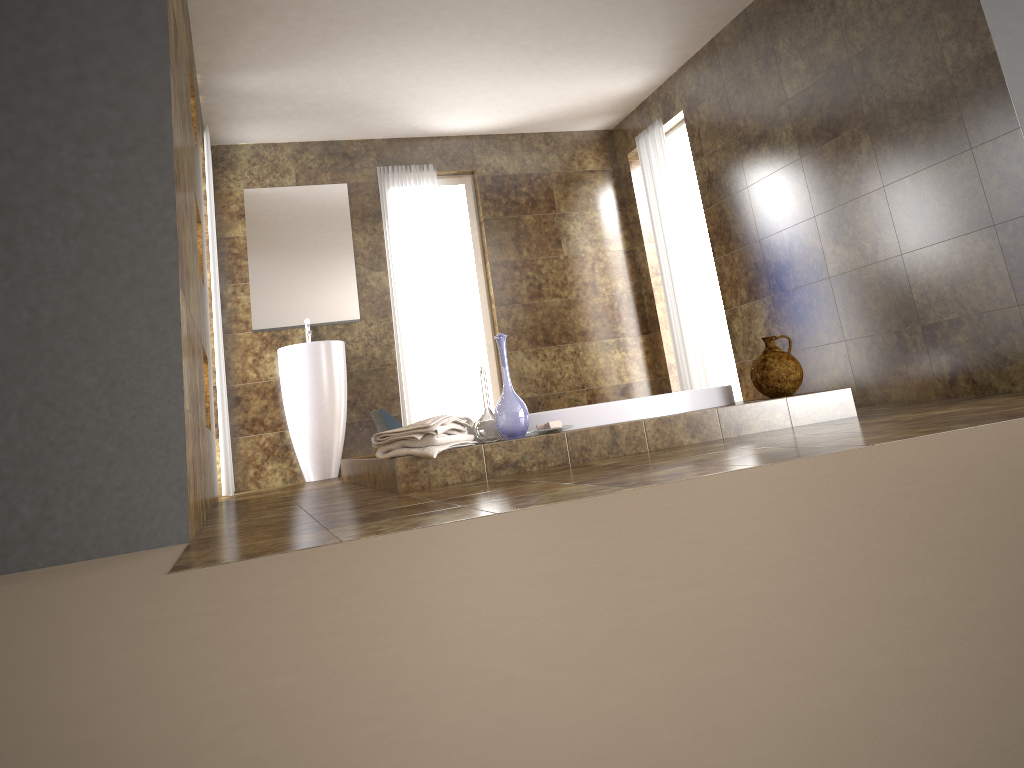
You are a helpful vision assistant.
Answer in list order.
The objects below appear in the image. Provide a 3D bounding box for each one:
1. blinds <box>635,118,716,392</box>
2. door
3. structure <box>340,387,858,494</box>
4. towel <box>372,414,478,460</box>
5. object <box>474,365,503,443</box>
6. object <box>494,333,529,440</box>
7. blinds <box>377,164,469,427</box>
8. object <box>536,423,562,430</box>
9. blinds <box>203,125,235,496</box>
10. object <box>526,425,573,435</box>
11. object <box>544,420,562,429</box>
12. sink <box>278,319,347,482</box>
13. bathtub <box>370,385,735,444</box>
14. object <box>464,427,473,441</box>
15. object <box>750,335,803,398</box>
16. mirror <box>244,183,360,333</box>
[{"bbox_3d":[1.216,-0.882,6.524,0.069,2.369,0.459,-3,-15,-18],"label":"blinds"},{"bbox_3d":[1.756,-0.894,6.873,0.951,2.317,0.038,-11,-15,14],"label":"door"},{"bbox_3d":[0.252,0.288,4.349,2.017,0.129,1.923,-8,-3,-18],"label":"structure"},{"bbox_3d":[-0.339,0.208,3.315,0.332,0.156,0.316,-11,-6,27],"label":"towel"},{"bbox_3d":[-0.103,0.078,3.512,0.131,0.321,0.123,-6,-13,-10],"label":"object"},{"bbox_3d":[-0.018,0.004,3.418,0.137,0.437,0.129,-6,-14,-10],"label":"object"},{"bbox_3d":[-0.676,-0.605,6.559,0.521,2.356,0.064,-4,-15,-17],"label":"blinds"},{"bbox_3d":[0.147,0.170,3.431,0.101,0.033,0.059,-8,-5,-3],"label":"object"},{"bbox_3d":[-1.840,-0.477,5.421,0.068,2.368,0.569,-3,-14,-18],"label":"blinds"},{"bbox_3d":[0.149,0.186,3.416,0.191,0.019,0.182,-7,-3,-29],"label":"object"},{"bbox_3d":[0.159,0.162,3.365,0.054,0.035,0.070,-6,-5,-17],"label":"object"},{"bbox_3d":[-1.357,0.078,5.963,0.461,1.182,0.414,-5,-13,-15],"label":"sink"},{"bbox_3d":[0.250,0.280,4.349,1.735,0.544,1.705,-9,-4,13],"label":"bathtub"},{"bbox_3d":[-0.248,0.221,3.550,0.170,0.078,0.163,-5,-6,-36],"label":"object"},{"bbox_3d":[1.193,-0.079,3.922,0.228,0.286,0.222,2,-14,-45],"label":"object"},{"bbox_3d":[-1.568,-0.961,6.443,0.772,1.136,0.008,-5,-15,-17],"label":"mirror"}]
